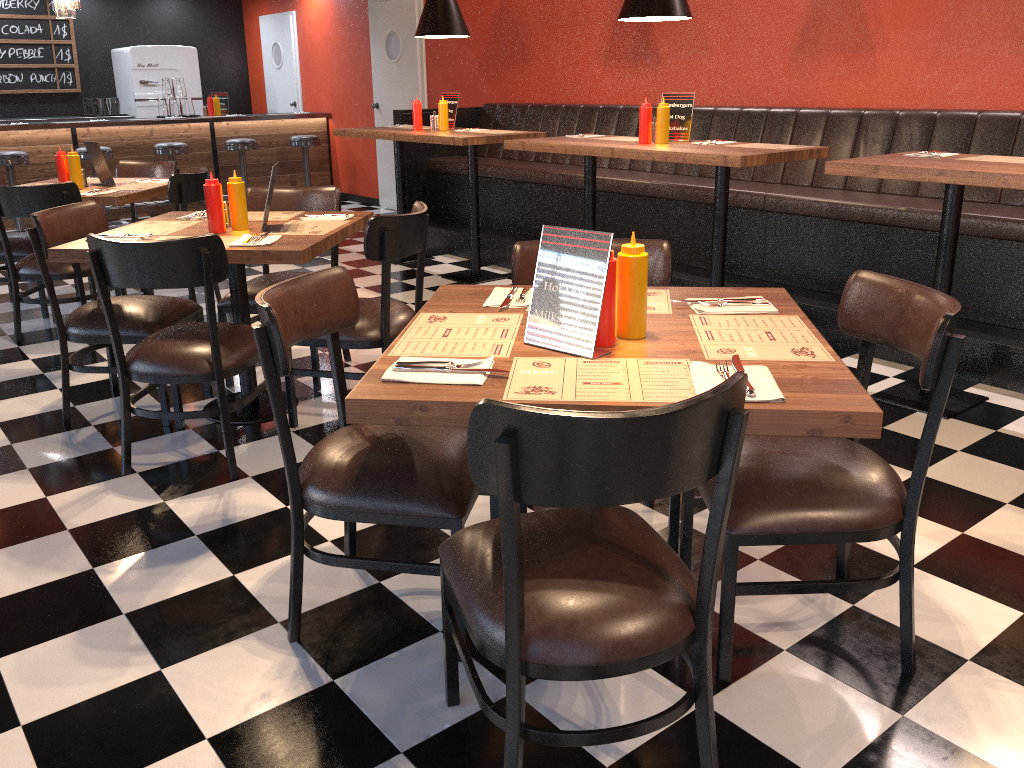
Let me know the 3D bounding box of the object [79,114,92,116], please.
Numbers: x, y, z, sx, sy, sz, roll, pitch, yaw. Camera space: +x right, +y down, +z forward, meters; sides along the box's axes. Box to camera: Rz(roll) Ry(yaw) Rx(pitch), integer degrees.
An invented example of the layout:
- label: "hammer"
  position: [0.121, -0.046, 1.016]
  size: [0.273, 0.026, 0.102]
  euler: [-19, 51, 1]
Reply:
- label: "object"
  position: [-5.046, -3.294, 10.846]
  size: [0.439, 0.018, 0.275]
  euler: [-15, 24, -36]

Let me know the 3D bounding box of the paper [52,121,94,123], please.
- label: "paper"
  position: [-4.424, -2.639, 8.928]
  size: [0.367, 0.001, 0.263]
  euler: [-17, 25, -39]

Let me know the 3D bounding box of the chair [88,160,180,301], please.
- label: "chair"
  position: [-2.445, -1.009, 5.804]
  size: [0.487, 0.857, 0.551]
  euler: [5, 18, 18]

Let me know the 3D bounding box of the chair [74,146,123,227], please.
- label: "chair"
  position: [-4.113, -1.966, 8.815]
  size: [0.348, 0.765, 0.353]
  euler: [1, 17, 6]

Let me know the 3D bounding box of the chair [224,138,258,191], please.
- label: "chair"
  position: [-2.937, -2.291, 9.708]
  size: [0.350, 0.765, 0.351]
  euler: [-12, 20, -32]

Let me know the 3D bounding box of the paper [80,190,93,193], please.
- label: "paper"
  position: [-2.563, -1.063, 4.929]
  size: [0.365, 0.001, 0.264]
  euler: [1, 19, 6]

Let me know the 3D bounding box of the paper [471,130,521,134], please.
- label: "paper"
  position: [-0.104, -1.716, 6.029]
  size: [0.262, 0.001, 0.368]
  euler: [-14, 23, -33]

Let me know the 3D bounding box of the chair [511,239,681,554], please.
- label: "chair"
  position: [0.243, 0.031, 2.639]
  size: [0.486, 0.857, 0.551]
  euler: [0, 17, 2]

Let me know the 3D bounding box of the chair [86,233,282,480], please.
- label: "chair"
  position: [-1.171, -0.144, 3.219]
  size: [0.486, 0.857, 0.551]
  euler: [1, 18, 7]

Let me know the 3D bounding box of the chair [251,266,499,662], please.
- label: "chair"
  position: [-0.331, 0.172, 2.255]
  size: [0.544, 0.857, 0.492]
  euler: [2, 18, 10]

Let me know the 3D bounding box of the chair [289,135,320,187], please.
- label: "chair"
  position: [-2.349, -2.453, 10.154]
  size: [0.348, 0.765, 0.353]
  euler: [1, 17, 6]

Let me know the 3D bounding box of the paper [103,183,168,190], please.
- label: "paper"
  position: [-2.185, -1.158, 5.188]
  size: [0.261, 0.001, 0.370]
  euler: [1, 19, 6]

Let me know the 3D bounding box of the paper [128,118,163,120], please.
- label: "paper"
  position: [-3.873, -2.806, 9.390]
  size: [0.367, 0.001, 0.263]
  euler: [-15, 23, -35]

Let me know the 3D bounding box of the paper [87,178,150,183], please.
- label: "paper"
  position: [-2.493, -1.273, 5.539]
  size: [0.365, 0.001, 0.264]
  euler: [2, 19, 9]

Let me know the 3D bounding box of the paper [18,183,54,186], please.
- label: "paper"
  position: [-2.851, -1.171, 5.258]
  size: [0.261, 0.001, 0.370]
  euler: [1, 19, 7]

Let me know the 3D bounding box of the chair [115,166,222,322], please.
- label: "chair"
  position: [-2.030, -0.828, 5.256]
  size: [0.544, 0.857, 0.492]
  euler: [0, 17, 2]

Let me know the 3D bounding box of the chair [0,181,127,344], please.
- label: "chair"
  position: [-2.495, -0.694, 4.886]
  size: [0.486, 0.857, 0.551]
  euler: [-1, 17, 1]

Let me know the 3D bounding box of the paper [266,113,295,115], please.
- label: "paper"
  position: [-2.656, -3.139, 10.305]
  size: [0.366, 0.001, 0.263]
  euler: [-11, 21, -26]

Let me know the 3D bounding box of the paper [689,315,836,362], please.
- label: "paper"
  position: [0.548, -0.108, 1.995]
  size: [0.261, 0.001, 0.370]
  euler: [1, 19, 5]

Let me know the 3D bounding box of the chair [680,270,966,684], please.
- label: "chair"
  position: [0.723, 0.198, 2.130]
  size: [0.544, 0.857, 0.492]
  euler: [-1, 17, -1]

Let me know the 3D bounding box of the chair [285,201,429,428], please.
- label: "chair"
  position: [-0.597, -0.285, 3.603]
  size: [0.545, 0.857, 0.492]
  euler: [4, 18, 15]

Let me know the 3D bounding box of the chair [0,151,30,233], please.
- label: "chair"
  position: [-4.701, -1.803, 8.369]
  size: [0.348, 0.765, 0.353]
  euler: [1, 17, 6]

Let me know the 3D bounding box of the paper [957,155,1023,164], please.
- label: "paper"
  position: [2.006, -0.891, 3.523]
  size: [0.262, 0.001, 0.368]
  euler: [-14, 23, -33]

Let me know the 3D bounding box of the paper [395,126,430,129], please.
- label: "paper"
  position: [-0.696, -1.955, 6.756]
  size: [0.262, 0.001, 0.368]
  euler: [-14, 23, -33]

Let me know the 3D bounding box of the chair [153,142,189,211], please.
- label: "chair"
  position: [-3.525, -2.128, 9.262]
  size: [0.350, 0.765, 0.351]
  euler: [-14, 21, -36]

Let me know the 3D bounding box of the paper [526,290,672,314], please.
- label: "paper"
  position: [0.234, -0.222, 2.341]
  size: [0.365, 0.001, 0.264]
  euler: [2, 19, 8]

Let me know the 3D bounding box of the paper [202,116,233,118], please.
- label: "paper"
  position: [-3.283, -2.966, 9.828]
  size: [0.367, 0.001, 0.263]
  euler: [-15, 23, -35]

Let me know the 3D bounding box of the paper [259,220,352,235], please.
- label: "paper"
  position: [-0.834, -0.638, 3.607]
  size: [0.261, 0.001, 0.370]
  euler: [2, 19, 7]

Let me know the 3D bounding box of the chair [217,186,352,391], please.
- label: "chair"
  position: [-1.059, -0.472, 4.170]
  size: [0.486, 0.857, 0.551]
  euler: [2, 18, 9]

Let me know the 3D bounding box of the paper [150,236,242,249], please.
- label: "paper"
  position: [-1.191, -0.528, 3.304]
  size: [0.365, 0.001, 0.264]
  euler: [1, 19, 5]

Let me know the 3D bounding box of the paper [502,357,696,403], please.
- label: "paper"
  position: [0.176, -0.011, 1.729]
  size: [0.365, 0.001, 0.264]
  euler: [1, 19, 5]

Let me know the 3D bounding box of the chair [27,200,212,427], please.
- label: "chair"
  position: [-1.651, -0.311, 3.728]
  size: [0.544, 0.857, 0.492]
  euler: [0, 17, 4]

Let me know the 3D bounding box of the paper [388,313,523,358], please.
- label: "paper"
  position: [-0.119, -0.118, 2.054]
  size: [0.261, 0.001, 0.370]
  euler: [1, 19, 6]

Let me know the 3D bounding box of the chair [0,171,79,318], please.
- label: "chair"
  position: [-3.072, -0.879, 5.452]
  size: [0.544, 0.857, 0.492]
  euler: [0, 17, 1]

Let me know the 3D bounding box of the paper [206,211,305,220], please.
- label: "paper"
  position: [-1.139, -0.748, 3.944]
  size: [0.365, 0.001, 0.264]
  euler: [1, 19, 5]

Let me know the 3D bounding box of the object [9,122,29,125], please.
- label: "object"
  position: [-4.802, -2.539, 8.631]
  size: [0.158, 0.019, 0.258]
  euler: [-9, 20, -21]

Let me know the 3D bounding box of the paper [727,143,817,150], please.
- label: "paper"
  position: [1.282, -1.185, 4.414]
  size: [0.262, 0.001, 0.368]
  euler: [-14, 23, -33]

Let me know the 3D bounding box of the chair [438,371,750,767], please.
- label: "chair"
  position: [0.131, 0.359, 1.688]
  size: [0.487, 0.857, 0.551]
  euler: [-6, 18, -14]

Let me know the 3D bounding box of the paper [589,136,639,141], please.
- label: "paper"
  position: [0.661, -1.419, 5.127]
  size: [0.262, 0.001, 0.368]
  euler: [-14, 23, -33]

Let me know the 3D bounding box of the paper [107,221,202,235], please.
- label: "paper"
  position: [-1.474, -0.646, 3.660]
  size: [0.261, 0.001, 0.370]
  euler: [1, 19, 4]
